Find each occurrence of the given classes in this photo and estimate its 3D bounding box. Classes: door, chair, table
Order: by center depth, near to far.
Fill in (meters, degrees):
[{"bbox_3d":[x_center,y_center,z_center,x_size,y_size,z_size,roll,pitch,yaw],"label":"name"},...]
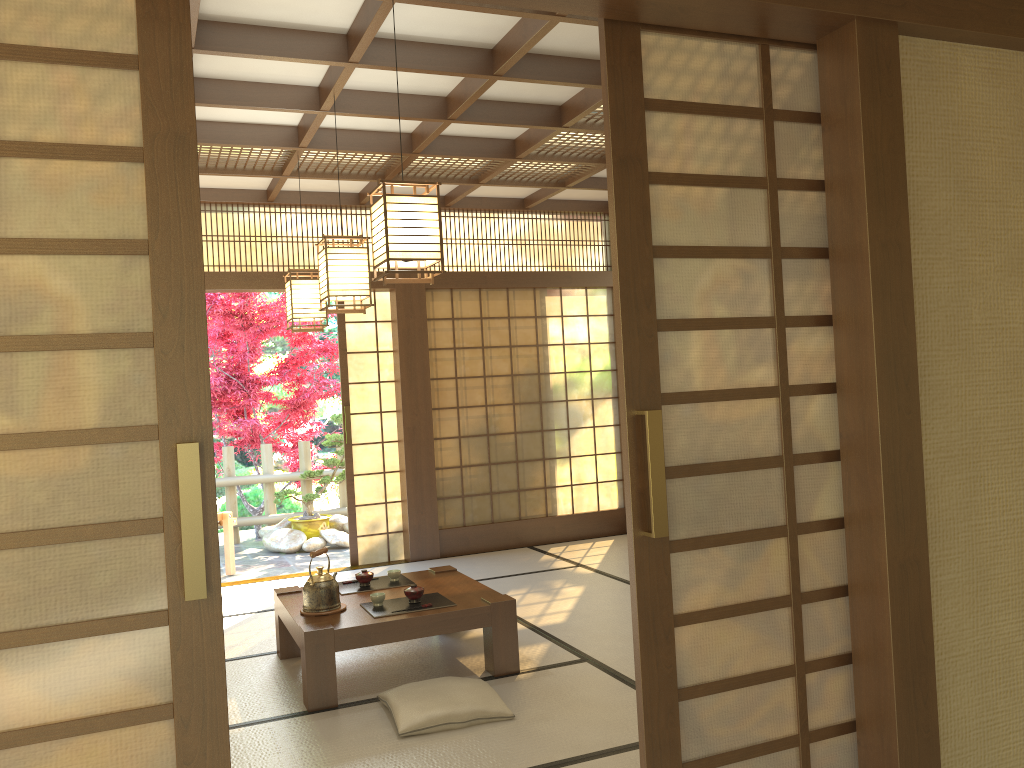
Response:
[{"bbox_3d":[-1.147,0.299,1.513,1.230,2.265,0.076,-3,0,-22],"label":"door"},{"bbox_3d":[0.851,0.192,2.340,1.230,2.265,0.076,-3,0,-22],"label":"door"},{"bbox_3d":[-0.623,1.240,4.503,1.000,0.350,1.000,-3,0,-22],"label":"table"},{"bbox_3d":[-2.829,1.358,7.503,0.698,0.598,0.704,-3,0,24],"label":"chair"},{"bbox_3d":[-0.490,0.327,7.551,1.894,2.380,0.073,-3,0,-22],"label":"door"}]

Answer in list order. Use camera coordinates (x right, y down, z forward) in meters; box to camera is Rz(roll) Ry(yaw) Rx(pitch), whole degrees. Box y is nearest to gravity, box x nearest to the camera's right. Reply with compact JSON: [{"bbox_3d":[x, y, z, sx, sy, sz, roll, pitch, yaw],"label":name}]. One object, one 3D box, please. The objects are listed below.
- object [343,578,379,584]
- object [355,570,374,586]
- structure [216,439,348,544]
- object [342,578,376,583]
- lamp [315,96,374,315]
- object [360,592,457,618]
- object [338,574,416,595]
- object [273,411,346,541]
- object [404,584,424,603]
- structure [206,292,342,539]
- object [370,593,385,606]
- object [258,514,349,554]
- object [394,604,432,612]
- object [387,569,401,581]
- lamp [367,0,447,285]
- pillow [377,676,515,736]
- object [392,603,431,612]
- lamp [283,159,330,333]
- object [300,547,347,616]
[{"bbox_3d":[-0.826,1.077,4.857,0.200,0.008,0.008,-3,0,-26],"label":"object"},{"bbox_3d":[-0.788,1.035,4.740,0.100,0.080,0.100,-3,0,-22],"label":"object"},{"bbox_3d":[-2.173,1.168,9.653,7.456,1.136,0.245,-3,0,-22],"label":"structure"},{"bbox_3d":[-0.832,1.077,4.874,0.200,0.008,0.008,-3,0,-22],"label":"object"},{"bbox_3d":[-0.876,-0.917,4.522,0.240,1.129,0.240,-3,0,-22],"label":"lamp"},{"bbox_3d":[-0.503,1.063,4.273,0.400,0.007,0.300,-3,0,-22],"label":"object"},{"bbox_3d":[-0.752,1.080,4.784,0.400,0.007,0.300,-3,0,-22],"label":"object"},{"bbox_3d":[-1.901,0.940,9.086,1.032,1.362,0.586,-3,0,4],"label":"object"},{"bbox_3d":[-0.474,1.015,4.300,0.100,0.080,0.100,-3,0,-22],"label":"object"},{"bbox_3d":[-3.299,-0.159,10.125,3.412,4.004,3.045,-3,0,10],"label":"structure"},{"bbox_3d":[-0.647,1.042,4.282,0.074,0.052,0.073,-3,0,21],"label":"object"},{"bbox_3d":[-1.917,1.493,9.050,1.260,0.276,1.147,-3,0,-27],"label":"object"},{"bbox_3d":[-0.469,1.053,4.161,0.200,0.008,0.008,-3,0,-24],"label":"object"},{"bbox_3d":[-0.642,1.044,4.833,0.074,0.052,0.073,-3,0,21],"label":"object"},{"bbox_3d":[-0.432,-0.948,3.445,0.240,1.129,0.240,-3,0,-22],"label":"lamp"},{"bbox_3d":[-0.296,1.357,3.790,0.486,0.107,0.496,-3,0,-19],"label":"pillow"},{"bbox_3d":[-0.472,1.053,4.174,0.200,0.008,0.008,-3,0,-29],"label":"object"},{"bbox_3d":[-1.320,-0.887,5.598,0.240,1.129,0.240,-3,0,-22],"label":"lamp"},{"bbox_3d":[-0.916,0.941,4.267,0.219,0.296,0.226,-3,0,-28],"label":"object"}]
